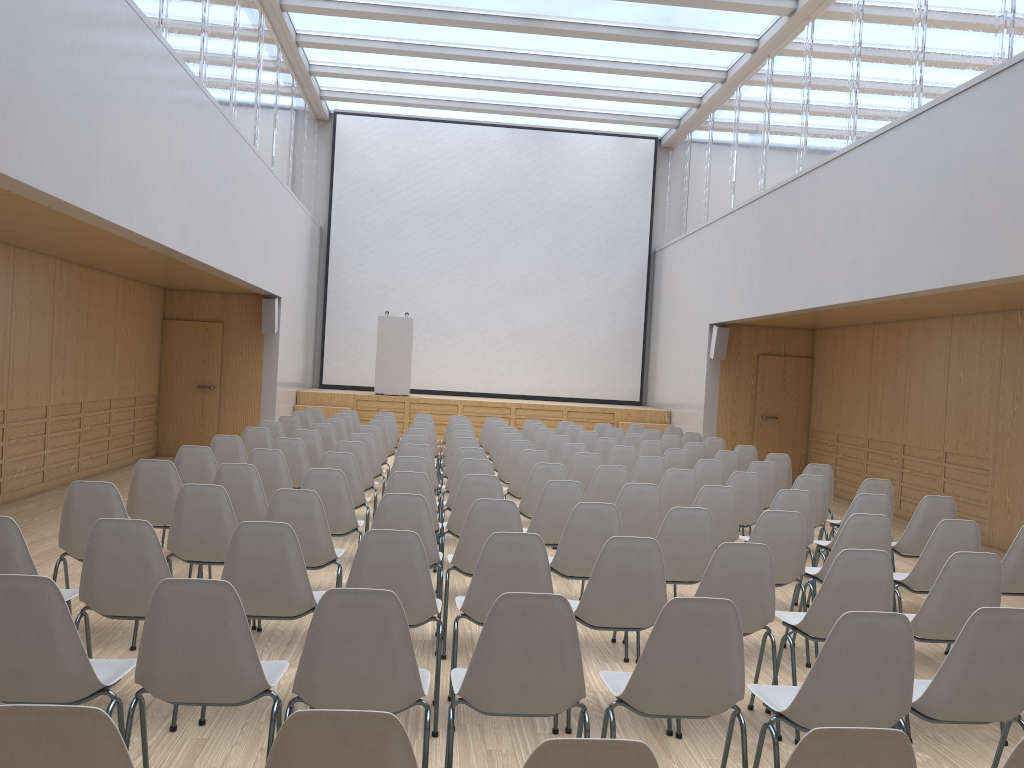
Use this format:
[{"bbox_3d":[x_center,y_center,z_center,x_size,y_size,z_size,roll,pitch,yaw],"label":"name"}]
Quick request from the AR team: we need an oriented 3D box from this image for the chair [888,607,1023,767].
[{"bbox_3d":[1.582,1.167,3.173,0.479,0.876,0.505,3,1,-5],"label":"chair"}]

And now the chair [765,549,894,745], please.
[{"bbox_3d":[1.484,1.148,4.099,0.479,0.876,0.505,3,1,-5],"label":"chair"}]

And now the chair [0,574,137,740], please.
[{"bbox_3d":[-1.513,0.996,2.881,0.479,0.876,0.505,3,1,-5],"label":"chair"}]

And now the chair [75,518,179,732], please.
[{"bbox_3d":[-1.614,0.976,3.835,0.479,0.876,0.505,3,1,-5],"label":"chair"}]

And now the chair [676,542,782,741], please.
[{"bbox_3d":[0.962,1.118,4.095,0.479,0.876,0.505,3,1,-5],"label":"chair"}]

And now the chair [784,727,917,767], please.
[{"bbox_3d":[0.660,1.131,2.063,0.479,0.876,0.505,3,1,-5],"label":"chair"}]

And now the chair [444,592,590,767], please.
[{"bbox_3d":[0.021,1.081,3.012,0.479,0.876,0.505,3,1,-5],"label":"chair"}]

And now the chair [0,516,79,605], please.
[{"bbox_3d":[-2.120,0.948,3.751,0.479,0.876,0.505,3,1,-5],"label":"chair"}]

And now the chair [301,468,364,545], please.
[{"bbox_3d":[-1.225,0.967,5.875,0.479,0.876,0.505,3,1,-5],"label":"chair"}]

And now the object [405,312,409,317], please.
[{"bbox_3d":[-1.847,-1.118,15.638,0.166,0.305,0.252,3,1,-33],"label":"object"}]

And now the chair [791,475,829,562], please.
[{"bbox_3d":[2.317,1.148,7.239,0.479,0.876,0.505,3,1,-5],"label":"chair"}]

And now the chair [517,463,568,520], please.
[{"bbox_3d":[0.244,1.034,7.003,0.479,0.876,0.505,3,1,-5],"label":"chair"}]

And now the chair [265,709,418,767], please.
[{"bbox_3d":[-0.376,1.074,2.003,0.479,0.876,0.505,3,1,-5],"label":"chair"}]

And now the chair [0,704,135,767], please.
[{"bbox_3d":[-0.927,1.043,1.946,0.479,0.876,0.505,3,1,-5],"label":"chair"}]

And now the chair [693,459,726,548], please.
[{"bbox_3d":[1.711,1.101,8.090,0.479,0.876,0.505,3,1,-5],"label":"chair"}]

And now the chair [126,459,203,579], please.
[{"bbox_3d":[-2.285,0.908,5.825,0.479,0.876,0.505,3,1,-5],"label":"chair"}]

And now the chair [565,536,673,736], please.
[{"bbox_3d":[0.478,1.091,4.082,0.479,0.876,0.505,3,1,-5],"label":"chair"}]

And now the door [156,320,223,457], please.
[{"bbox_3d":[-4.789,0.082,13.131,0.873,2.024,0.108,3,1,-5],"label":"door"}]

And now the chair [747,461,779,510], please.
[{"bbox_3d":[2.218,1.128,8.216,0.479,0.876,0.505,3,1,-5],"label":"chair"}]

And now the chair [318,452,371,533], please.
[{"bbox_3d":[-1.347,0.945,6.927,0.479,0.876,0.505,3,1,-5],"label":"chair"}]

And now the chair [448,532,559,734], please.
[{"bbox_3d":[-0.028,1.063,4.029,0.479,0.876,0.505,3,1,-5],"label":"chair"}]

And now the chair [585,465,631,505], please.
[{"bbox_3d":[0.737,1.060,7.114,0.479,0.876,0.505,3,1,-5],"label":"chair"}]

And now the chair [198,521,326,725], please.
[{"bbox_3d":[-1.074,1.005,3.950,0.479,0.876,0.505,3,1,-5],"label":"chair"}]

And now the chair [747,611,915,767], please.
[{"bbox_3d":[1.088,1.142,3.021,0.479,0.876,0.505,3,1,-5],"label":"chair"}]

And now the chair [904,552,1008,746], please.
[{"bbox_3d":[2.009,1.176,4.184,0.479,0.876,0.505,3,1,-5],"label":"chair"}]

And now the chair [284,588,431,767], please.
[{"bbox_3d":[-0.504,1.052,2.947,0.479,0.876,0.505,3,1,-5],"label":"chair"}]

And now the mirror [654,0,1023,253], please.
[{"bbox_3d":[3.758,-3.473,8.763,0.253,2.090,17.826,3,1,-5],"label":"mirror"}]

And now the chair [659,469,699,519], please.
[{"bbox_3d":[1.263,1.090,7.111,0.479,0.876,0.505,3,1,-5],"label":"chair"}]

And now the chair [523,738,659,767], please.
[{"bbox_3d":[0.111,1.102,1.934,0.479,0.876,0.505,3,1,-5],"label":"chair"}]

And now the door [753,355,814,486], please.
[{"bbox_3d":[4.251,0.584,13.901,0.873,2.024,0.108,3,1,-5],"label":"door"}]

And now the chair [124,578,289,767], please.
[{"bbox_3d":[-1.006,1.024,2.952,0.479,0.876,0.505,3,1,-5],"label":"chair"}]

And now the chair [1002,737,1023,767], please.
[{"bbox_3d":[1.139,1.158,2.122,0.479,0.876,0.505,3,1,-5],"label":"chair"}]

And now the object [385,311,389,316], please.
[{"bbox_3d":[-2.193,-1.137,15.608,0.166,0.305,0.252,3,1,-33],"label":"object"}]

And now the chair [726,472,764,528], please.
[{"bbox_3d":[1.782,1.119,7.175,0.479,0.876,0.505,3,1,-5],"label":"chair"}]

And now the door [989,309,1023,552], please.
[{"bbox_3d":[5.234,0.494,7.956,0.256,2.492,2.701,3,1,-5],"label":"door"}]

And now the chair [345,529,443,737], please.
[{"bbox_3d":[-0.541,1.035,3.926,0.479,0.876,0.505,3,1,-5],"label":"chair"}]

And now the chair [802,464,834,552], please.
[{"bbox_3d":[2.738,1.157,8.288,0.479,0.876,0.505,3,1,-5],"label":"chair"}]

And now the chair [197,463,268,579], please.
[{"bbox_3d":[-1.788,0.935,5.886,0.479,0.876,0.505,3,1,-5],"label":"chair"}]

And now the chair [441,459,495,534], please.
[{"bbox_3d":[-0.315,1.002,6.996,0.479,0.876,0.505,3,1,-5],"label":"chair"}]

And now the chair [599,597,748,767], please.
[{"bbox_3d":[0.558,1.111,3.076,0.479,0.876,0.505,3,1,-5],"label":"chair"}]

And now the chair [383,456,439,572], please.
[{"bbox_3d":[-0.802,0.976,6.914,0.479,0.876,0.505,3,1,-5],"label":"chair"}]

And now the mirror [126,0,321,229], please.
[{"bbox_3d":[-2.999,-3.848,8.187,0.253,2.090,17.826,3,1,-5],"label":"mirror"}]

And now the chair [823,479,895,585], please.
[{"bbox_3d":[2.831,1.178,7.224,0.479,0.876,0.505,3,1,-5],"label":"chair"}]
